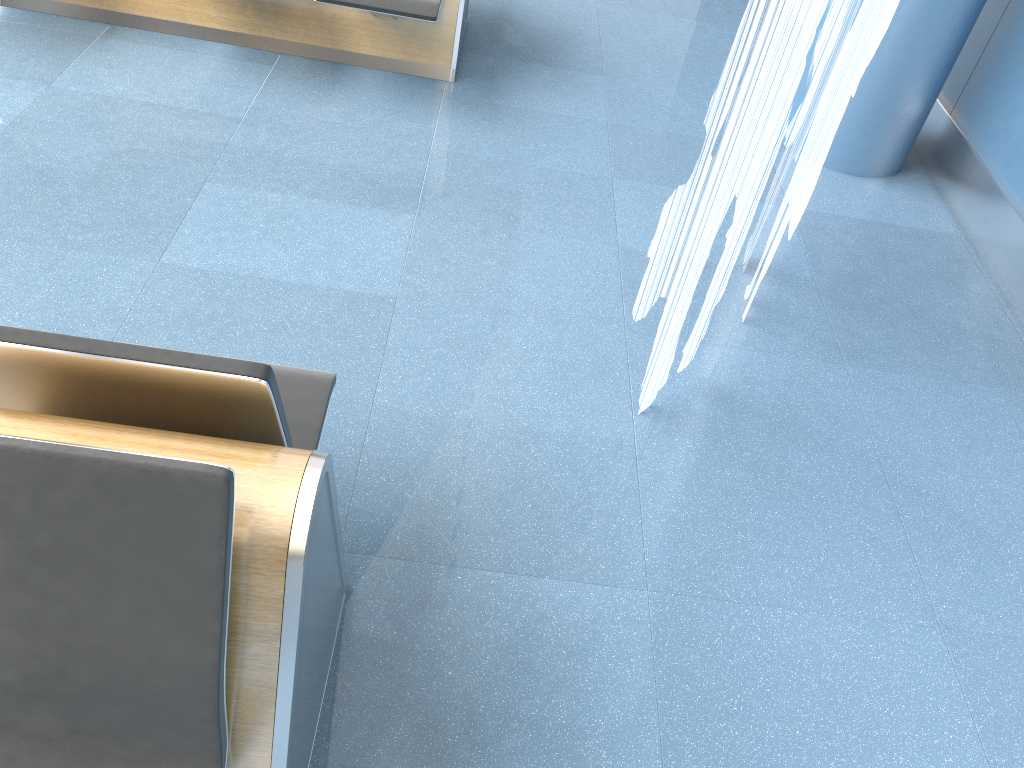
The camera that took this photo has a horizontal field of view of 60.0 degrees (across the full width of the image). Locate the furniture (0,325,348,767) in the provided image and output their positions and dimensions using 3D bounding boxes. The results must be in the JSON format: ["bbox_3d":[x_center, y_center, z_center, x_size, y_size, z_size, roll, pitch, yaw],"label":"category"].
[{"bbox_3d":[-1.442,0.215,1.351,2.281,0.896,1.301,8,42,-4],"label":"furniture"}]

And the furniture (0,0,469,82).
[{"bbox_3d":[-1.302,-2.091,3.873,2.281,0.896,1.301,8,42,-4],"label":"furniture"}]
